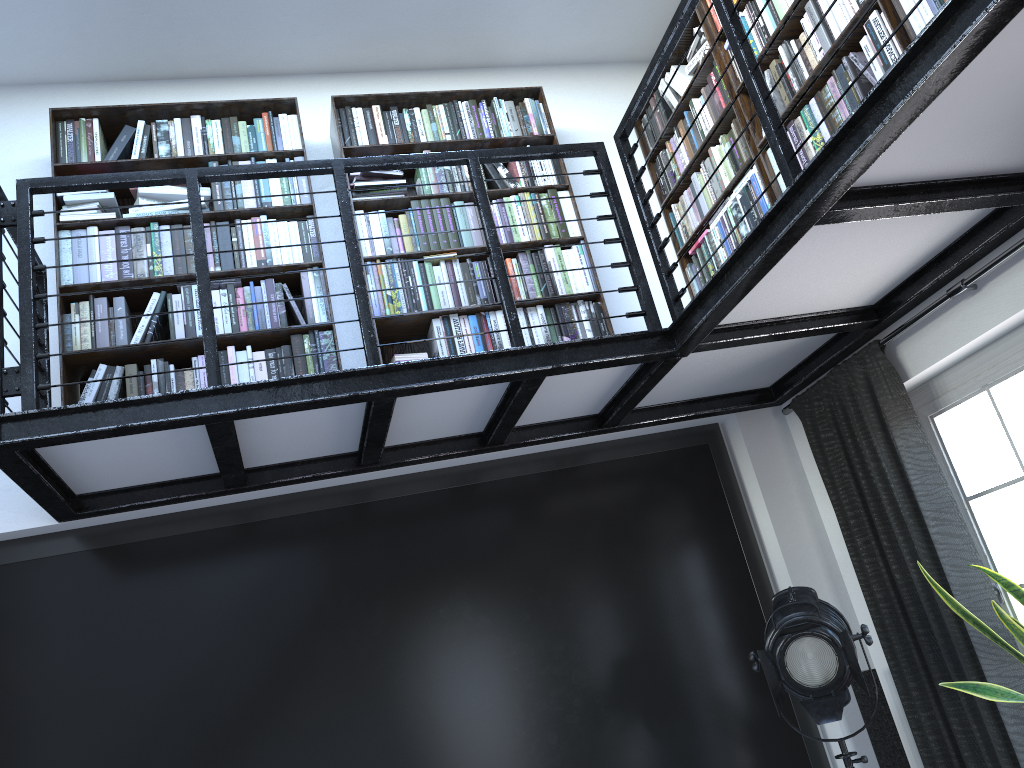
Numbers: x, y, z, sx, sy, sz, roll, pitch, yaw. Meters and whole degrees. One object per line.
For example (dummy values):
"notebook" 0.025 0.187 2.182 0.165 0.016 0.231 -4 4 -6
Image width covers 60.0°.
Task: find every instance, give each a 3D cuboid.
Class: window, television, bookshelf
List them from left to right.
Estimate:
"television" -0.327 1.521 3.365 3.357 2.458 0.115 -8 -22 -16
"bookshelf" 0.085 -1.357 2.165 3.093 1.637 4.413 -8 -20 -16
"window" 1.897 0.570 2.826 0.133 1.625 1.151 -7 -21 -16

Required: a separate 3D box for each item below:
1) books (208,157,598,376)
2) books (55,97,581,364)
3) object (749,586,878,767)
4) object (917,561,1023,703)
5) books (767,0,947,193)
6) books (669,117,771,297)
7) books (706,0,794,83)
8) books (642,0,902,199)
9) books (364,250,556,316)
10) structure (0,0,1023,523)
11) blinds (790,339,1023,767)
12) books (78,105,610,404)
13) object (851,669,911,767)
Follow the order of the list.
"books" -0.002 -1.283 2.117 1.601 1.154 4.275 -8 -20 -17
"books" -0.776 -0.602 3.933 2.210 1.441 0.310 -8 -21 -16
"object" 1.705 1.010 2.019 0.753 1.598 2.868 -1 -23 -31
"object" 1.673 1.001 2.870 0.526 0.951 0.546 -11 -21 -6
"books" 1.494 -1.608 2.193 0.241 1.136 3.344 -7 -20 -16
"books" 1.371 -1.607 2.576 0.227 1.429 4.374 -7 -20 -16
"books" 1.315 -1.869 2.685 0.214 0.838 2.600 -7 -20 -16
"books" 1.369 -1.596 2.571 0.242 1.414 4.380 -8 -20 -15
"books" 0.198 -1.447 2.205 1.172 1.422 4.322 -8 -20 -16
"structure" -0.273 0.278 1.359 4.622 3.396 4.426 -8 -21 -16
"blinds" 1.782 0.707 2.507 0.125 2.415 2.473 -7 -21 -16
"books" -0.319 -1.368 2.071 2.208 1.426 4.316 -8 -20 -17
"object" 1.554 1.742 3.413 0.157 1.236 0.155 -13 -21 -1
